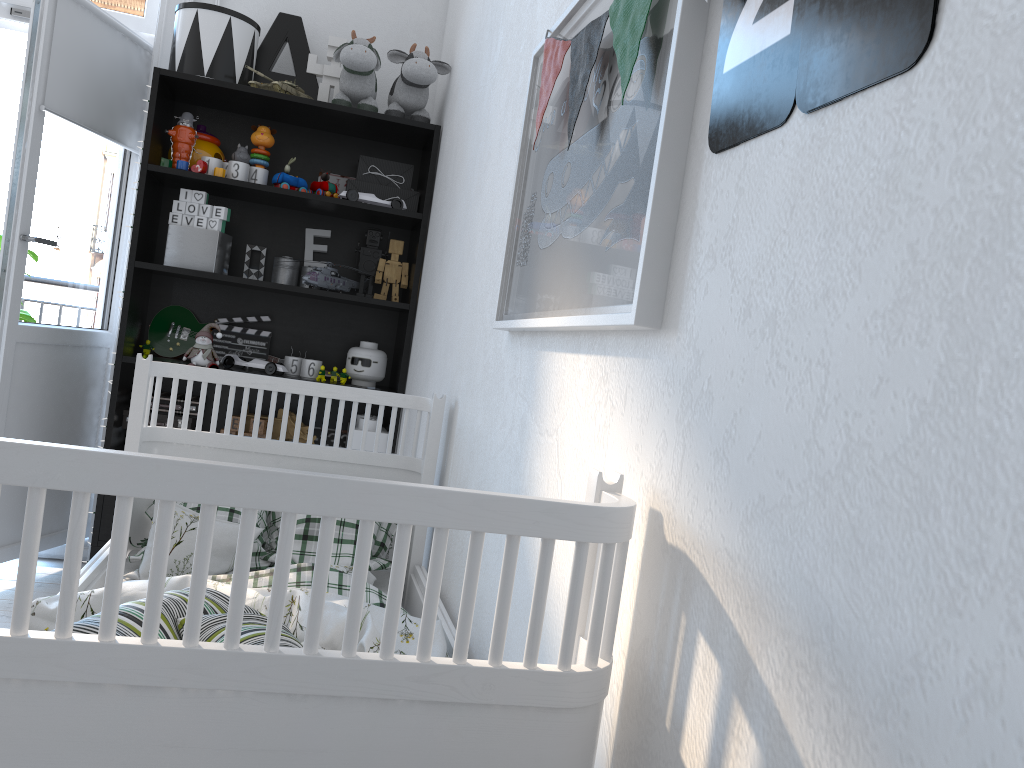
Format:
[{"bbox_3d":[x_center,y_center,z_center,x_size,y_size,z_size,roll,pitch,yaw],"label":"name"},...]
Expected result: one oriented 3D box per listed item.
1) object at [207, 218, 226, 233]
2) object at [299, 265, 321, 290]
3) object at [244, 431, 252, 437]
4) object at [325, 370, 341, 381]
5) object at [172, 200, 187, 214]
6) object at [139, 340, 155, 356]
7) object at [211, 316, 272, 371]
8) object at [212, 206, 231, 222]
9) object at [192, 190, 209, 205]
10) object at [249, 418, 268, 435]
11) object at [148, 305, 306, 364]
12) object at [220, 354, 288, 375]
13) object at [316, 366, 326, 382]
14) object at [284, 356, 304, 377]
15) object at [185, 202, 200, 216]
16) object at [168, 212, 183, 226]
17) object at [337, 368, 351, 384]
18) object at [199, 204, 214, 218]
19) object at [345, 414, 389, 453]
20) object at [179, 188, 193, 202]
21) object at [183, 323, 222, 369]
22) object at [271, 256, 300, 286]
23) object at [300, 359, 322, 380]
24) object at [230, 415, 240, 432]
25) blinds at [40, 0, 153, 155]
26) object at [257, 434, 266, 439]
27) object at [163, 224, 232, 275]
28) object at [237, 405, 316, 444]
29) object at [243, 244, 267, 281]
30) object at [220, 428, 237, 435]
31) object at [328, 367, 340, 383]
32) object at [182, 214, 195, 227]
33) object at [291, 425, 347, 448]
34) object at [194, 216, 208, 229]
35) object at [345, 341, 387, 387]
[{"bbox_3d":[-0.961,-0.515,2.884,0.040,0.040,0.040,9,2,17],"label":"object"},{"bbox_3d":[-0.690,-0.369,3.082,0.078,0.091,0.246,8,1,-19],"label":"object"},{"bbox_3d":[-0.898,0.187,2.984,0.050,0.050,0.050,8,2,-13],"label":"object"},{"bbox_3d":[-0.680,-0.036,3.190,0.163,0.034,0.069,8,1,-13],"label":"object"},{"bbox_3d":[-1.078,-0.573,2.886,0.040,0.040,0.040,8,2,-3],"label":"object"},{"bbox_3d":[-1.238,-0.123,3.006,0.042,0.054,0.031,8,2,-3],"label":"object"},{"bbox_3d":[-0.953,-0.155,3.120,0.201,0.199,0.048,8,2,-13],"label":"object"},{"bbox_3d":[-0.944,-0.553,2.882,0.040,0.040,0.040,9,2,12],"label":"object"},{"bbox_3d":[-1.014,-0.604,2.883,0.040,0.040,0.040,8,2,-3],"label":"object"},{"bbox_3d":[-0.855,0.143,3.006,0.050,0.050,0.050,8,2,7],"label":"object"},{"bbox_3d":[-1.003,-0.131,3.138,0.542,0.239,0.093,8,2,-13],"label":"object"},{"bbox_3d":[-0.867,-0.064,2.992,0.230,0.048,0.098,9,1,12],"label":"object"},{"bbox_3d":[-0.640,-0.035,2.984,0.031,0.054,0.042,10,2,37],"label":"object"},{"bbox_3d":[-0.753,-0.060,3.059,0.067,0.067,0.067,8,2,1],"label":"object"},{"bbox_3d":[-1.033,-0.566,2.885,0.040,0.040,0.040,8,2,7],"label":"object"},{"bbox_3d":[-1.089,-0.534,2.888,0.040,0.040,0.040,8,2,2],"label":"object"},{"bbox_3d":[-0.575,-0.026,3.023,0.042,0.054,0.031,9,2,32],"label":"object"},{"bbox_3d":[-0.988,-0.560,2.884,0.040,0.040,0.040,9,2,17],"label":"object"},{"bbox_3d":[-0.514,0.214,3.121,0.132,0.199,0.267,8,2,-13],"label":"object"},{"bbox_3d":[-1.055,-0.610,2.885,0.040,0.040,0.040,8,2,-8],"label":"object"},{"bbox_3d":[-0.988,-0.106,2.842,0.110,0.186,0.129,7,2,-26],"label":"object"},{"bbox_3d":[-0.802,-0.395,3.140,0.095,0.110,0.095,8,2,-9],"label":"object"},{"bbox_3d":[-0.685,-0.049,3.027,0.067,0.067,0.067,8,2,1],"label":"object"},{"bbox_3d":[-0.931,0.132,2.985,0.050,0.050,0.050,8,2,-13],"label":"object"},{"bbox_3d":[-1.343,-1.014,2.932,0.032,0.390,0.565,9,2,7],"label":"blinds"},{"bbox_3d":[-0.853,0.193,3.023,0.050,0.050,0.050,8,2,-13],"label":"object"},{"bbox_3d":[-1.034,-0.438,2.925,0.170,0.138,0.124,8,2,2],"label":"object"},{"bbox_3d":[-0.857,0.173,3.129,0.337,0.186,0.111,8,2,2],"label":"object"},{"bbox_3d":[-0.913,-0.424,3.148,0.070,0.135,0.028,8,2,-14],"label":"object"},{"bbox_3d":[-0.958,0.178,2.990,0.050,0.050,0.050,8,2,-13],"label":"object"},{"bbox_3d":[-0.611,-0.032,3.045,0.042,0.054,0.031,8,2,-13],"label":"object"},{"bbox_3d":[-1.051,-0.529,2.894,0.040,0.040,0.040,8,2,-8],"label":"object"},{"bbox_3d":[-0.734,0.217,3.252,0.347,0.120,0.034,8,2,-13],"label":"object"},{"bbox_3d":[-1.007,-0.522,2.885,0.040,0.040,0.040,8,2,2],"label":"object"},{"bbox_3d":[-0.512,-0.068,3.118,0.139,0.162,0.139,7,2,-38],"label":"object"}]
